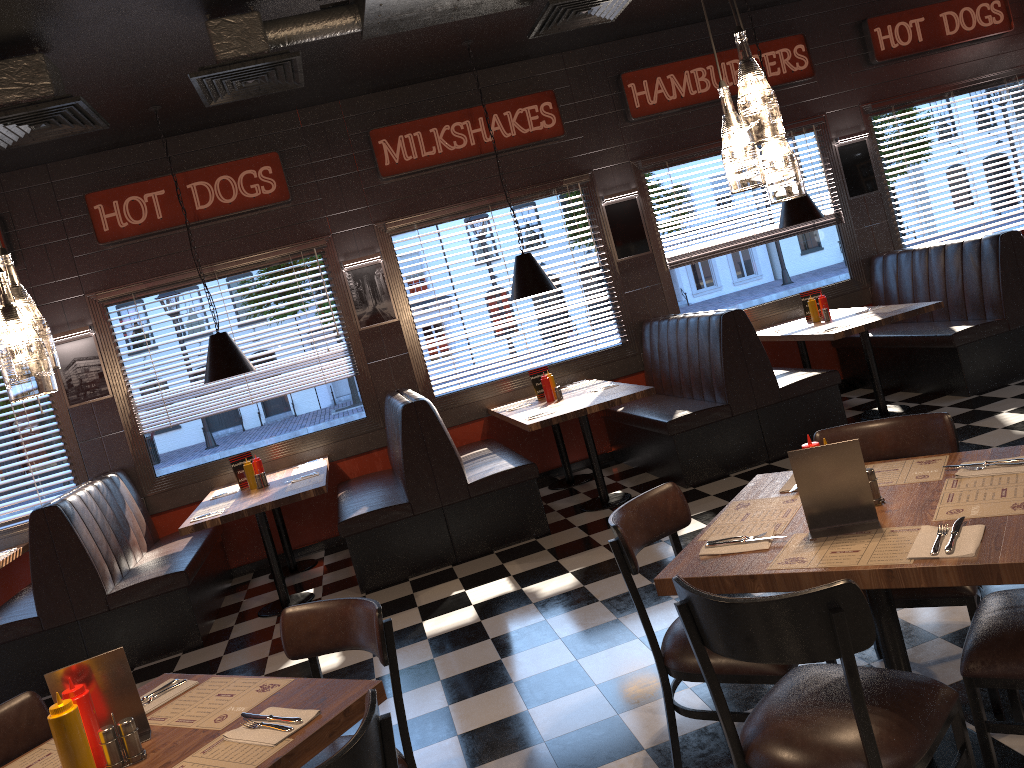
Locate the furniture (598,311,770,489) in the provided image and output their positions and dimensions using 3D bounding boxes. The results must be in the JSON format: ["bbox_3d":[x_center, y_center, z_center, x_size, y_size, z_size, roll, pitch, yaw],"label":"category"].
[{"bbox_3d":[1.245,0.076,7.215,0.707,1.151,1.710,-16,5,-10],"label":"furniture"}]

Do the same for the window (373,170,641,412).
[{"bbox_3d":[-0.022,-0.826,7.890,2.031,1.710,0.127,-16,3,-11],"label":"window"}]

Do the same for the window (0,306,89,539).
[{"bbox_3d":[-4.542,0.476,6.992,2.031,1.710,0.127,-16,3,-11],"label":"window"}]

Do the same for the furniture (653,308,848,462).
[{"bbox_3d":[1.913,-0.116,7.347,0.707,1.151,1.710,-16,5,-10],"label":"furniture"}]

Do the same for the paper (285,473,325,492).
[{"bbox_3d":[-1.451,0.692,6.220,0.261,0.001,0.366,-16,5,-9],"label":"paper"}]

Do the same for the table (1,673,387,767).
[{"bbox_3d":[-0.875,1.322,2.176,0.952,0.772,0.967,-12,5,34],"label":"table"}]

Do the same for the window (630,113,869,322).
[{"bbox_3d":[2.238,-1.478,8.339,2.031,1.710,0.127,-16,3,-11],"label":"window"}]

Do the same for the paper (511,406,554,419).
[{"bbox_3d":[0.149,0.216,6.694,0.261,0.001,0.365,-16,5,-10],"label":"paper"}]

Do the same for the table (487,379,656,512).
[{"bbox_3d":[0.497,0.490,7.058,0.958,0.772,1.693,-16,5,-10],"label":"table"}]

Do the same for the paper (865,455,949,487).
[{"bbox_3d":[1.211,0.292,2.877,0.364,0.001,0.263,-12,6,32],"label":"paper"}]

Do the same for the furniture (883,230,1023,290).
[{"bbox_3d":[4.173,-0.768,7.796,0.707,1.151,1.710,-16,5,-10],"label":"furniture"}]

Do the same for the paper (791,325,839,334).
[{"bbox_3d":[2.426,-0.435,7.096,0.261,0.001,0.366,-16,5,-8],"label":"paper"}]

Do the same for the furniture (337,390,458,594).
[{"bbox_3d":[-1.015,0.727,6.766,0.707,1.151,1.710,-16,5,-10],"label":"furniture"}]

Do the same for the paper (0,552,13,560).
[{"bbox_3d":[-3.868,1.315,6.522,0.261,0.001,0.366,-16,5,-9],"label":"paper"}]

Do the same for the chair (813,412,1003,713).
[{"bbox_3d":[1.352,0.589,3.069,0.484,0.865,0.548,-13,4,32],"label":"chair"}]

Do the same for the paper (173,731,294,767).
[{"bbox_3d":[-0.714,0.894,2.001,0.260,0.001,0.368,-11,6,36],"label":"paper"}]

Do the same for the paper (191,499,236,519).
[{"bbox_3d":[-2.072,0.865,6.158,0.261,0.001,0.366,-16,5,-9],"label":"paper"}]

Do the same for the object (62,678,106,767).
[{"bbox_3d":[-1.074,0.847,2.216,0.068,0.237,0.068,-15,3,-5],"label":"object"}]

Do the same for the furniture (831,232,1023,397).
[{"bbox_3d":[3.505,-0.575,7.664,0.707,1.151,1.710,-16,5,-10],"label":"furniture"}]

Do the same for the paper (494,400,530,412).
[{"bbox_3d":[-0.003,0.186,7.446,0.261,0.001,0.366,-16,5,-9],"label":"paper"}]

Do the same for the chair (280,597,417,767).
[{"bbox_3d":[-0.543,1.143,2.612,0.484,0.865,0.548,-12,4,38],"label":"chair"}]

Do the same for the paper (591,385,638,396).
[{"bbox_3d":[0.766,0.049,6.707,0.262,0.001,0.365,-16,5,-13],"label":"paper"}]

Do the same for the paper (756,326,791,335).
[{"bbox_3d":[2.287,-0.474,7.901,0.261,0.001,0.365,-16,5,-12],"label":"paper"}]

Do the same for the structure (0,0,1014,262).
[{"bbox_3d":[-0.444,-2.157,7.690,11.286,0.438,0.120,-16,3,-11],"label":"structure"}]

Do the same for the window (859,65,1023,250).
[{"bbox_3d":[4.497,-2.129,8.788,2.031,1.710,0.127,-16,3,-11],"label":"window"}]

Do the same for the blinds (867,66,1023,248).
[{"bbox_3d":[4.509,-2.146,8.712,1.873,1.631,0.099,-16,3,-11],"label":"blinds"}]

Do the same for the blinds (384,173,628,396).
[{"bbox_3d":[-0.010,-0.886,7.815,1.873,1.549,0.101,-16,3,-11],"label":"blinds"}]

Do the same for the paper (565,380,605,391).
[{"bbox_3d":[0.618,0.013,7.511,0.261,0.001,0.366,-16,5,-9],"label":"paper"}]

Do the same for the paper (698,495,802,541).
[{"bbox_3d":[0.768,0.419,2.799,0.260,0.001,0.368,-12,6,33],"label":"paper"}]

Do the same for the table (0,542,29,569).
[{"bbox_3d":[-4.019,1.791,6.160,0.958,0.772,1.693,-16,5,-10],"label":"table"}]

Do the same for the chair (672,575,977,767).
[{"bbox_3d":[0.783,0.825,2.195,0.484,0.865,0.548,-12,5,43],"label":"chair"}]

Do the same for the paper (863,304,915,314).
[{"bbox_3d":[3.048,-0.608,7.152,0.261,0.001,0.366,-16,5,-8],"label":"paper"}]

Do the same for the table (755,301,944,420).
[{"bbox_3d":[2.768,-0.165,7.509,0.958,0.772,1.693,-16,5,-10],"label":"table"}]

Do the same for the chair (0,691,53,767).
[{"bbox_3d":[-1.253,1.347,2.477,0.543,0.865,0.489,-14,3,12],"label":"chair"}]

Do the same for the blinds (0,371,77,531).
[{"bbox_3d":[-4.523,0.457,6.918,1.873,1.631,0.099,-16,3,-11],"label":"blinds"}]

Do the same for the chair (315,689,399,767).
[{"bbox_3d":[-0.447,1.183,1.917,0.542,0.865,0.490,-13,4,29],"label":"chair"}]

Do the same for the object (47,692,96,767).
[{"bbox_3d":[-1.057,0.851,2.123,0.068,0.237,0.068,-15,3,-5],"label":"object"}]

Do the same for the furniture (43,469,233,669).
[{"bbox_3d":[-2.607,1.186,6.449,0.707,1.151,1.710,-16,5,-10],"label":"furniture"}]

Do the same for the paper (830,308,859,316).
[{"bbox_3d":[2.904,-0.641,7.906,0.261,0.001,0.366,-16,5,-9],"label":"paper"}]

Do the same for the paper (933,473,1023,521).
[{"bbox_3d":[1.320,0.304,2.443,0.260,0.001,0.368,-12,6,33],"label":"paper"}]

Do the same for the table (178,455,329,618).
[{"bbox_3d":[-1.749,1.137,6.611,0.958,0.772,1.693,-16,5,-10],"label":"table"}]

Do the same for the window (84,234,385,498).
[{"bbox_3d":[-2.282,-0.175,7.441,2.031,1.710,0.127,-16,3,-11],"label":"window"}]

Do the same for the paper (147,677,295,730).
[{"bbox_3d":[-0.819,0.879,2.453,0.364,0.001,0.263,-12,6,33],"label":"paper"}]

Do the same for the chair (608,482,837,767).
[{"bbox_3d":[0.686,0.785,2.890,0.542,0.865,0.490,-13,4,34],"label":"chair"}]

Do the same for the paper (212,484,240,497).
[{"bbox_3d":[-2.217,0.828,6.963,0.262,0.001,0.365,-16,5,-13],"label":"paper"}]

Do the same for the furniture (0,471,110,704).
[{"bbox_3d":[-3.274,1.379,6.317,0.707,1.151,1.710,-16,5,-10],"label":"furniture"}]

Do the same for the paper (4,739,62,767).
[{"bbox_3d":[-1.239,1.002,2.349,0.260,0.001,0.368,-12,6,33],"label":"paper"}]

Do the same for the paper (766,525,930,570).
[{"bbox_3d":[0.886,0.431,2.336,0.363,0.001,0.263,-11,6,35],"label":"paper"}]

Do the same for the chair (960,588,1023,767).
[{"bbox_3d":[1.493,0.621,2.331,0.542,0.865,0.490,-12,4,37],"label":"chair"}]

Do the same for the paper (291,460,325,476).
[{"bbox_3d":[-1.601,0.661,6.973,0.261,0.001,0.365,-16,5,-10],"label":"paper"}]

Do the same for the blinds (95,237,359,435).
[{"bbox_3d":[-2.314,-0.402,7.358,1.873,1.203,0.100,-16,3,-11],"label":"blinds"}]

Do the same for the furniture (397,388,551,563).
[{"bbox_3d":[-0.347,0.535,6.898,0.707,1.151,1.710,-16,5,-10],"label":"furniture"}]

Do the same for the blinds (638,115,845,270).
[{"bbox_3d":[2.170,-1.781,8.249,1.873,1.037,0.099,-16,3,-11],"label":"blinds"}]

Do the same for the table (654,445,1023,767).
[{"bbox_3d":[1.139,0.736,2.636,0.952,0.772,0.967,-12,5,34],"label":"table"}]
